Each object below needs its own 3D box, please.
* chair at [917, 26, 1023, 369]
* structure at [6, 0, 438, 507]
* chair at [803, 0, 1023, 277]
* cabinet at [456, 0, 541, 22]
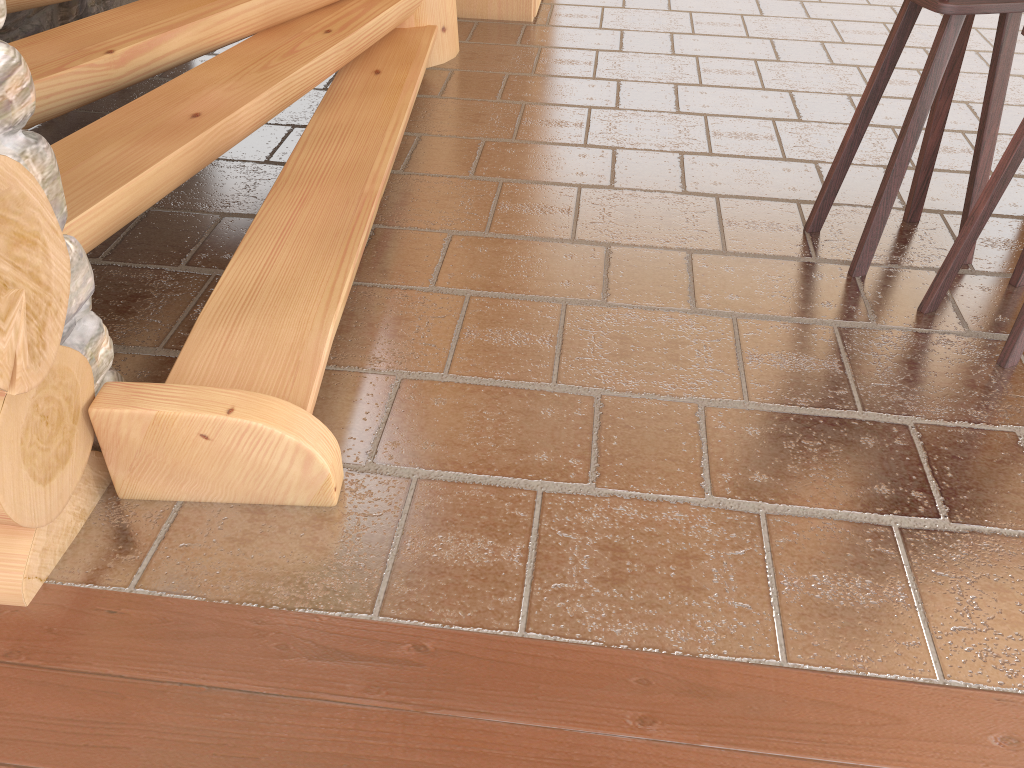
[{"bbox_3d":[1.527,-0.705,2.304,0.504,1.319,0.406,-15,41,-20],"label":"chair"},{"bbox_3d":[-1.335,-1.495,2.951,1.951,1.643,3.604,1,38,0],"label":"structure"},{"bbox_3d":[1.284,-0.994,2.664,0.504,1.319,0.406,-7,39,-11],"label":"chair"},{"bbox_3d":[-0.014,-3.582,5.033,0.670,2.403,1.847,5,38,4],"label":"cabinet"}]
